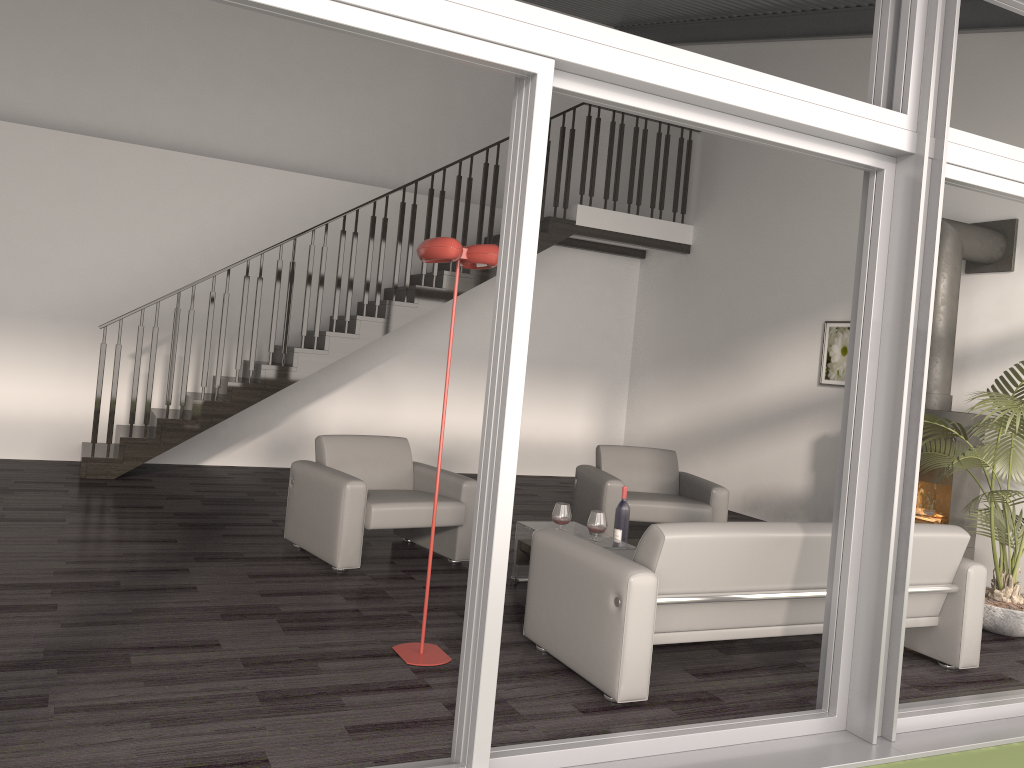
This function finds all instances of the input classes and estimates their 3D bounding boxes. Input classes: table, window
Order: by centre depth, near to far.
[{"bbox_3d":[0.041,-0.500,2.686,9.731,3.473,0.385,5,0,-26],"label":"window"},{"bbox_3d":[0.338,1.028,5.082,0.399,0.342,0.681,5,1,-26],"label":"table"},{"bbox_3d":[0.692,1.111,5.256,1.198,0.250,0.601,5,1,-26],"label":"table"}]

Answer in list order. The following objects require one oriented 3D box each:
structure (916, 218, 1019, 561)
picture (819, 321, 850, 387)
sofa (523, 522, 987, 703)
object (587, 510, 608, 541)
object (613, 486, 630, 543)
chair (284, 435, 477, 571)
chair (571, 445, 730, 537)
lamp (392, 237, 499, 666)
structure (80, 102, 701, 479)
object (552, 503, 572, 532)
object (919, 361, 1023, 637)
[{"bbox_3d":[3.320,0.106,6.526,1.114,2.676,0.819,6,-1,-26],"label":"structure"},{"bbox_3d":[2.896,-0.267,7.831,0.026,0.578,0.394,6,0,-26],"label":"picture"},{"bbox_3d":[1.180,0.948,4.258,2.112,0.717,0.903,5,1,-26],"label":"sofa"},{"bbox_3d":[0.479,0.794,4.975,0.115,0.156,0.116,5,0,-35],"label":"object"},{"bbox_3d":[0.656,0.795,5.278,0.093,0.371,0.093,6,-1,-27],"label":"object"},{"bbox_3d":[-0.803,0.726,5.614,0.961,0.717,0.911,5,1,-36],"label":"chair"},{"bbox_3d":[1.031,0.870,6.674,0.962,0.717,0.911,5,1,-11],"label":"chair"},{"bbox_3d":[-0.308,0.277,3.836,0.353,1.789,0.365,6,-1,-26],"label":"lamp"},{"bbox_3d":[-0.757,-1.060,9.176,6.333,4.096,1.001,5,0,-26],"label":"structure"},{"bbox_3d":[0.287,0.772,5.138,0.115,0.156,0.116,5,0,-17],"label":"object"},{"bbox_3d":[2.822,0.601,5.253,2.115,1.667,1.721,5,1,-31],"label":"object"}]
